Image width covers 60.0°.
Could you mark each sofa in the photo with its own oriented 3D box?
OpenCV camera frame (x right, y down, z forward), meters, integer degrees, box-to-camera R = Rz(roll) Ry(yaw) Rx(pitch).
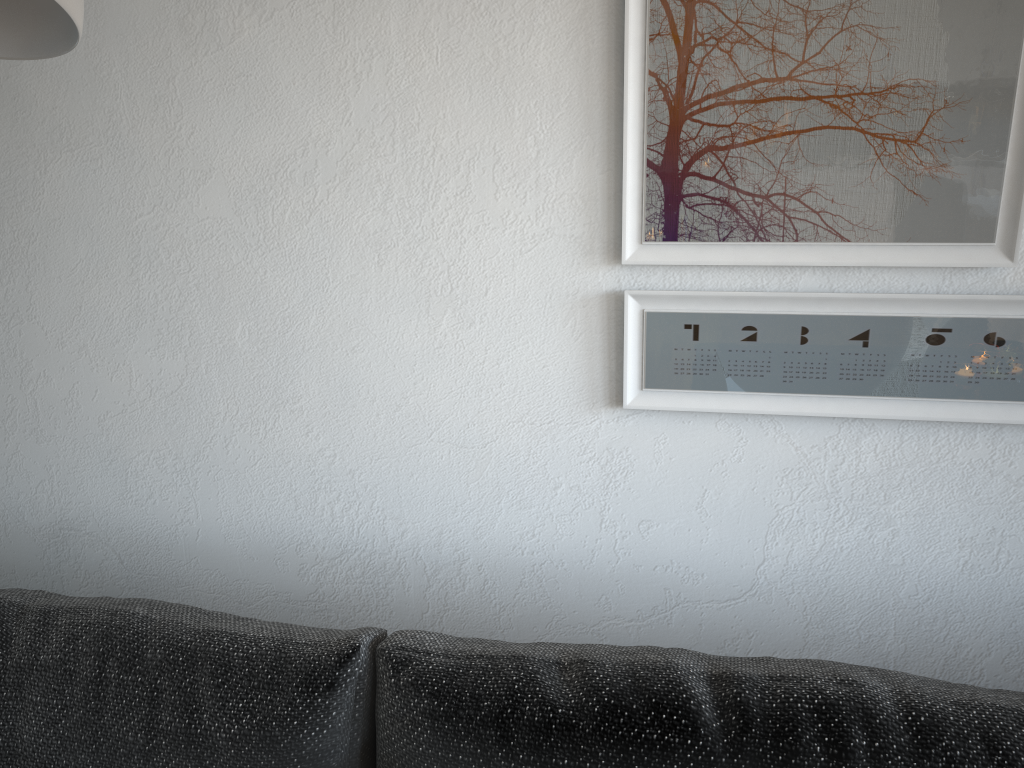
[{"bbox_3d":[0.069,0.900,0.087,2.508,0.851,2.154,2,17,11],"label":"sofa"}]

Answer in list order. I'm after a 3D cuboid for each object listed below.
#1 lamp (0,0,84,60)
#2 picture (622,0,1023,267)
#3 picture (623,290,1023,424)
[{"bbox_3d":[-0.231,-0.552,0.557,0.200,0.672,0.695,5,18,20],"label":"lamp"},{"bbox_3d":[0.303,-0.379,0.839,0.390,0.536,0.013,2,18,11],"label":"picture"},{"bbox_3d":[0.535,-0.025,0.906,0.837,0.136,0.021,2,18,11],"label":"picture"}]
